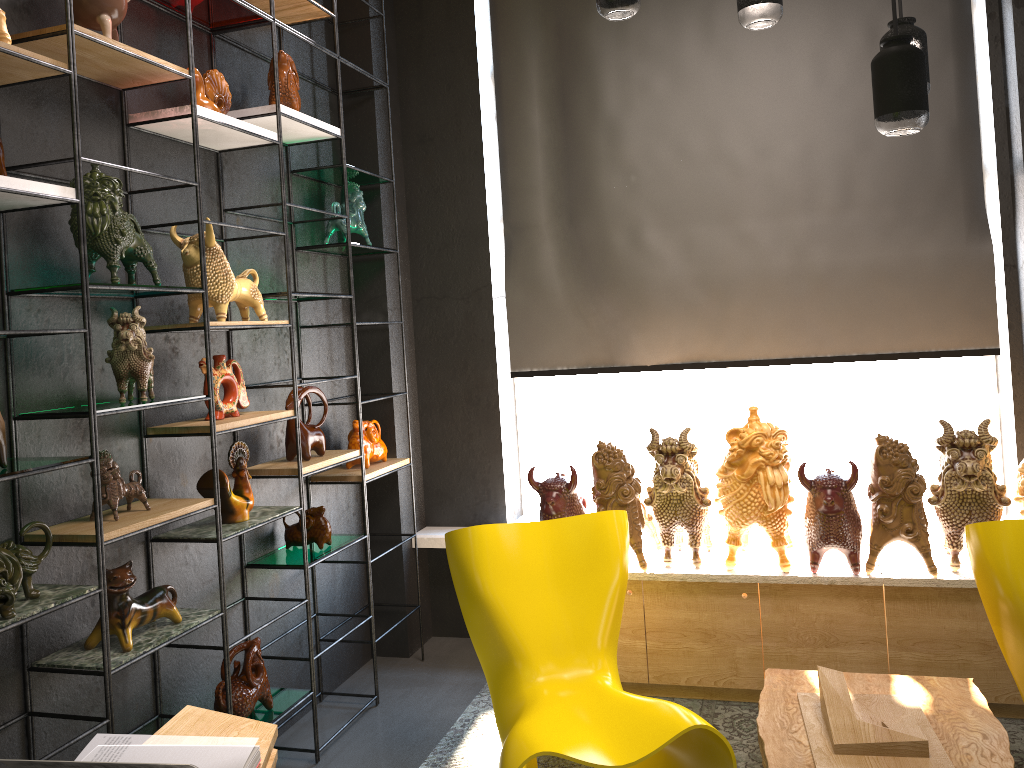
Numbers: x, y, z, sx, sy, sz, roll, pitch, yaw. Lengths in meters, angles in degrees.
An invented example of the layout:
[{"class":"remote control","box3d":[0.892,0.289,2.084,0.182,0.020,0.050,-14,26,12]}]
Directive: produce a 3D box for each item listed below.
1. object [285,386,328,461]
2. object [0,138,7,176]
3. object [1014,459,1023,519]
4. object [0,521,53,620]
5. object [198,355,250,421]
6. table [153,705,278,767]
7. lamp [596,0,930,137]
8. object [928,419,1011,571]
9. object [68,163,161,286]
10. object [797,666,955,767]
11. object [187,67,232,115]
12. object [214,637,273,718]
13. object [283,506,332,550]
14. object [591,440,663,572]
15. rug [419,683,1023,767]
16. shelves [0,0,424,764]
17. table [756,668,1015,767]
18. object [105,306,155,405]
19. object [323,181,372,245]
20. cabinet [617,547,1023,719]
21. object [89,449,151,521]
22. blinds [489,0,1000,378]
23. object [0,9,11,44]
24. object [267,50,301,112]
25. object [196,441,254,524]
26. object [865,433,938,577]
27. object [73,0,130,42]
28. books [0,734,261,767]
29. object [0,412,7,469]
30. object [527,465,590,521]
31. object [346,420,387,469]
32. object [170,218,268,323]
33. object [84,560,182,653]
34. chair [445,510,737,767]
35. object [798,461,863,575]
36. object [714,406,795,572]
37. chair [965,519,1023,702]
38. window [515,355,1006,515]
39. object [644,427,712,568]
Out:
[{"class":"object","box3d":[-0.830,0.154,3.526,0.114,0.290,0.249,-4,1,17]},{"class":"object","box3d":[-1.330,-0.590,2.082,0.138,0.222,0.278,-3,2,17]},{"class":"object","box3d":[2.007,0.360,3.262,0.307,0.655,0.470,-4,1,22]},{"class":"object","box3d":[-1.244,0.436,2.095,0.192,0.220,0.403,-4,3,-13]},{"class":"object","box3d":[-0.996,0.009,3.071,0.060,0.223,0.268,-4,2,18]},{"class":"table","box3d":[-0.716,1.162,1.880,0.495,0.619,0.735,-3,2,18]},{"class":"lamp","box3d":[0.656,-1.670,1.148,2.681,2.273,2.841,-5,2,-29]},{"class":"object","box3d":[1.708,0.408,3.367,0.271,0.579,0.430,-4,1,10]},{"class":"object","box3d":[-1.162,-0.454,2.563,0.167,0.356,0.256,-4,1,22]},{"class":"object","box3d":[1.027,0.944,2.547,0.350,0.136,0.521,-3,3,12]},{"class":"object","box3d":[-1.048,-1.005,3.085,0.107,0.210,0.234,-3,1,34]},{"class":"object","box3d":[-0.921,1.022,2.995,0.126,0.249,0.254,-4,1,17]},{"class":"object","box3d":[-0.822,0.571,3.536,0.210,0.168,0.105,-3,1,17]},{"class":"object","box3d":[0.487,0.488,3.774,0.249,0.545,0.476,-4,1,25]},{"class":"rug","box3d":[1.291,1.315,2.306,3.591,0.010,2.195,-3,4,17]},{"class":"shelves","box3d":[-1.106,-0.522,2.823,0.274,3.908,2.998,-4,1,17]},{"class":"table","box3d":[1.083,1.161,2.590,0.693,0.309,0.831,-3,3,17]},{"class":"object","box3d":[-1.112,-0.082,2.571,0.131,0.280,0.207,-4,1,-25]},{"class":"object","box3d":[-0.751,-0.780,4.015,0.152,0.332,0.290,-4,1,10]},{"class":"cabinet","box3d":[1.458,0.970,3.477,2.726,0.530,0.405,-3,1,17]},{"class":"object","box3d":[-1.137,0.282,2.563,0.096,0.210,0.183,-4,1,20]},{"class":"blinds","box3d":[-1.672,-0.851,4.420,12.691,3.309,3.533,-1,3,37]},{"class":"object","box3d":[-1.353,-0.986,2.111,0.170,0.363,0.376,-4,1,12]},{"class":"object","box3d":[-0.913,-1.176,3.541,0.126,0.249,0.253,-4,1,-13]},{"class":"object","box3d":[-0.966,0.336,3.041,0.123,0.270,0.227,-4,1,17]},{"class":"object","box3d":[1.509,0.442,3.460,0.249,0.545,0.476,-4,1,25]},{"class":"object","box3d":[-1.208,-1.090,2.577,0.164,0.266,0.237,-4,1,-11]},{"class":"books","box3d":[-0.797,0.823,1.836,0.400,0.233,0.483,-3,3,4]},{"class":"object","box3d":[-1.286,0.105,2.073,0.119,0.220,0.212,-4,1,1]},{"class":"object","box3d":[0.241,0.542,3.800,0.219,0.441,0.464,-4,1,22]},{"class":"object","box3d":[-0.662,0.263,4.039,0.138,0.222,0.278,-3,2,18]},{"class":"object","box3d":[-1.000,-0.379,3.050,0.175,0.352,0.370,-4,1,22]},{"class":"object","box3d":[-1.075,0.612,2.575,0.155,0.236,0.310,-3,2,21]},{"class":"chair","box3d":[0.170,0.908,2.879,0.659,0.896,1.069,-4,2,-13]},{"class":"object","box3d":[1.263,0.496,3.486,0.219,0.441,0.464,-4,1,22]},{"class":"object","box3d":[0.985,0.406,3.576,0.307,0.655,0.470,-4,1,22]},{"class":"chair","box3d":[1.692,0.840,2.403,0.657,0.896,1.071,-3,2,12]},{"class":"window","box3d":[1.055,-0.927,4.377,2.306,3.168,0.051,-3,-1,17]},{"class":"object","box3d":[0.686,0.454,3.681,0.271,0.579,0.430,-4,1,10]}]
